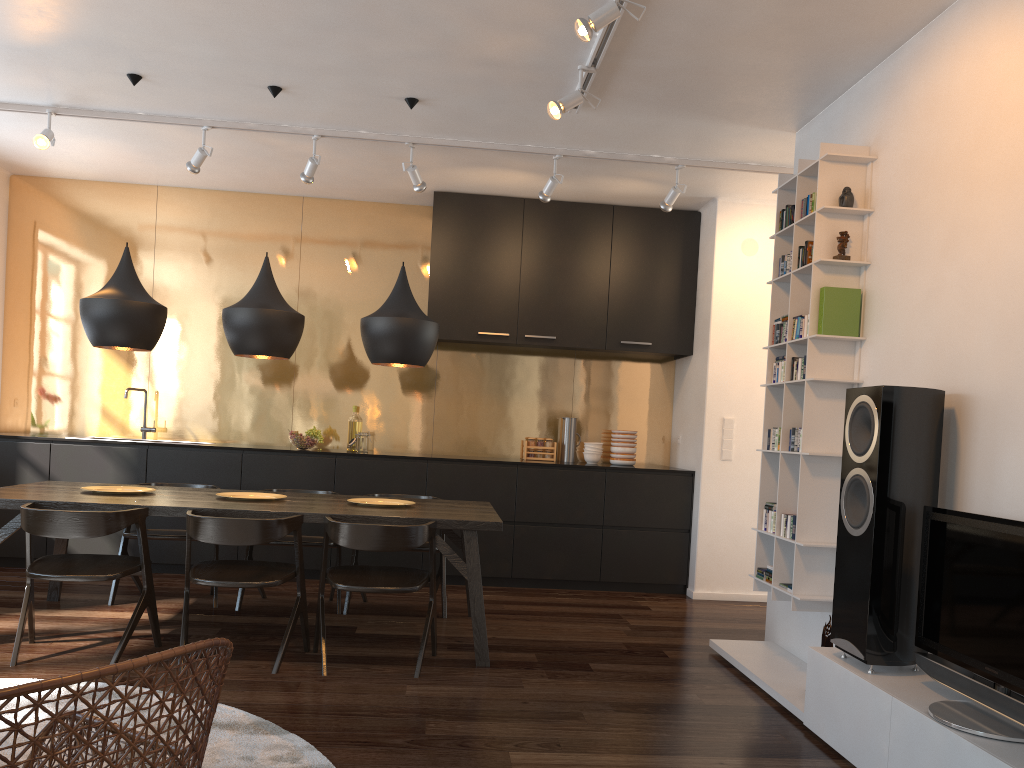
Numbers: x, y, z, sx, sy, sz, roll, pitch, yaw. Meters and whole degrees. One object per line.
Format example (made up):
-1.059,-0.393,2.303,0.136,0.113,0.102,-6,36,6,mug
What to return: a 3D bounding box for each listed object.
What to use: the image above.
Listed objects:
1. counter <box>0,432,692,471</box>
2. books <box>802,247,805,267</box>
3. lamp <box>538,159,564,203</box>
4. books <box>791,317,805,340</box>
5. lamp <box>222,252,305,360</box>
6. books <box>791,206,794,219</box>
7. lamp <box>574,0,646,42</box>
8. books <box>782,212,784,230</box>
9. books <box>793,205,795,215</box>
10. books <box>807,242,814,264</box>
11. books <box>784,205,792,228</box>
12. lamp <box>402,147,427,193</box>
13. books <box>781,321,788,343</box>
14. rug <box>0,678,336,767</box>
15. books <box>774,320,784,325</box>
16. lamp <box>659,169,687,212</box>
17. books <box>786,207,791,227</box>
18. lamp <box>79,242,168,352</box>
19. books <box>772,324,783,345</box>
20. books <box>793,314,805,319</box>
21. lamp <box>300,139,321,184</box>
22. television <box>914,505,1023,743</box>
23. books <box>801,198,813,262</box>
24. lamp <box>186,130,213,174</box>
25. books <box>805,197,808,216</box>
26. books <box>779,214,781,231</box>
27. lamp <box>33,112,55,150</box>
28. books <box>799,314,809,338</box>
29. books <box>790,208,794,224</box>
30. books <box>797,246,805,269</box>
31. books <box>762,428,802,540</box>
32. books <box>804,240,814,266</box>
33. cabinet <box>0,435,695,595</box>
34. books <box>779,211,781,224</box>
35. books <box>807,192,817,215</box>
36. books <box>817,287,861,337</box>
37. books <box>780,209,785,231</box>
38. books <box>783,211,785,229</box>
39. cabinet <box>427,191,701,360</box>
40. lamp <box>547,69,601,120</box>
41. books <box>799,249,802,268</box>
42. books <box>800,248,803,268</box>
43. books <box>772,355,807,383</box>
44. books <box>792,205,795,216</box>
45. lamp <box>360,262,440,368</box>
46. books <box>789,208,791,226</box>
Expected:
-1.240,0.488,6.439,5.061,0.002,0.732,3,-3,-5,counter
1.363,-0.576,4.042,0.070,0.093,0.020,3,1,-5,books
0.255,-1.230,5.341,0.085,0.240,0.250,3,-1,-34,lamp
1.356,-0.252,4.099,0.096,0.107,0.088,3,0,-5,books
-1.276,-0.408,4.558,0.411,0.541,0.410,3,0,-28,lamp
1.364,-0.799,4.191,0.069,0.098,0.057,3,0,-5,books
0.351,-1.341,3.159,0.251,0.239,0.085,3,1,1,lamp
1.354,-0.790,4.307,0.070,0.092,0.014,3,1,-5,books
1.365,-0.800,4.173,0.069,0.098,0.057,3,0,-5,books
1.370,-0.586,3.995,0.069,0.107,0.016,3,1,-5,books
1.358,-0.803,4.273,0.074,0.116,0.029,3,1,-5,books
-0.254,-0.420,5.977,0.089,1.848,1.838,4,0,29,lamp
1.350,-0.247,4.215,0.096,0.107,0.114,3,-1,-5,books
-1.806,1.113,2.123,2.842,0.012,2.835,5,-3,-25,rug
1.337,-0.298,4.339,0.070,0.014,0.092,3,-3,-5,books
1.004,-1.185,5.406,0.085,0.240,0.250,3,-1,-29,lamp
1.358,-0.797,4.250,0.074,0.099,0.019,3,1,-5,books
-1.970,-0.449,4.500,0.410,0.541,0.411,3,0,29,lamp
1.340,-0.239,4.337,0.096,0.104,0.101,3,-1,-5,books
1.354,-0.309,4.091,0.069,0.008,0.107,3,-3,-5,books
-1.166,-1.314,5.219,0.085,0.240,0.250,3,0,-39,lamp
1.421,0.690,2.569,0.345,0.601,0.790,3,-1,14,television
1.400,-0.695,4.027,0.107,0.333,0.228,3,0,-4,books
-1.802,-1.354,5.157,0.251,0.239,0.085,2,0,36,lamp
1.387,-0.804,4.072,0.069,0.107,0.012,3,1,-5,books
1.350,-0.789,4.344,0.070,0.092,0.014,3,1,-5,books
-2.611,-1.408,4.946,0.085,0.240,0.250,3,-1,-18,lamp
1.375,-0.260,3.990,0.122,0.112,0.137,3,-1,-5,books
1.361,-0.795,4.208,0.070,0.091,0.046,3,0,-5,books
1.358,-0.581,4.090,0.069,0.107,0.023,3,1,-5,books
1.327,0.463,4.172,0.122,0.511,0.469,3,-1,-5,books
1.367,-0.589,4.018,0.074,0.116,0.029,3,1,-5,books
-1.265,0.937,6.449,5.064,0.901,0.732,3,0,-5,cabinet
1.352,-0.795,4.360,0.069,0.107,0.016,3,1,-5,books
1.409,-0.811,3.988,0.101,0.110,0.160,3,-2,-5,books
1.438,-0.312,3.888,0.166,0.214,0.049,3,1,-5,books
1.350,-0.797,4.326,0.069,0.107,0.023,3,1,-5,books
1.356,-0.791,4.293,0.070,0.092,0.014,3,1,-5,books
0.367,-0.783,6.632,1.956,1.051,0.531,3,0,-5,cabinet
0.279,-1.300,3.993,0.251,0.240,0.085,4,1,-23,lamp
1.362,-0.574,4.073,0.070,0.092,0.014,3,1,-5,books
1.362,-0.574,4.059,0.070,0.092,0.014,3,1,-5,books
1.360,-0.062,4.159,0.122,0.113,0.468,3,-3,-5,books
1.365,-0.800,4.182,0.069,0.098,0.057,3,0,-5,books
-0.581,-0.367,4.617,0.410,0.541,0.412,3,0,43,lamp
1.360,-0.794,4.231,0.070,0.093,0.028,3,1,-5,books
